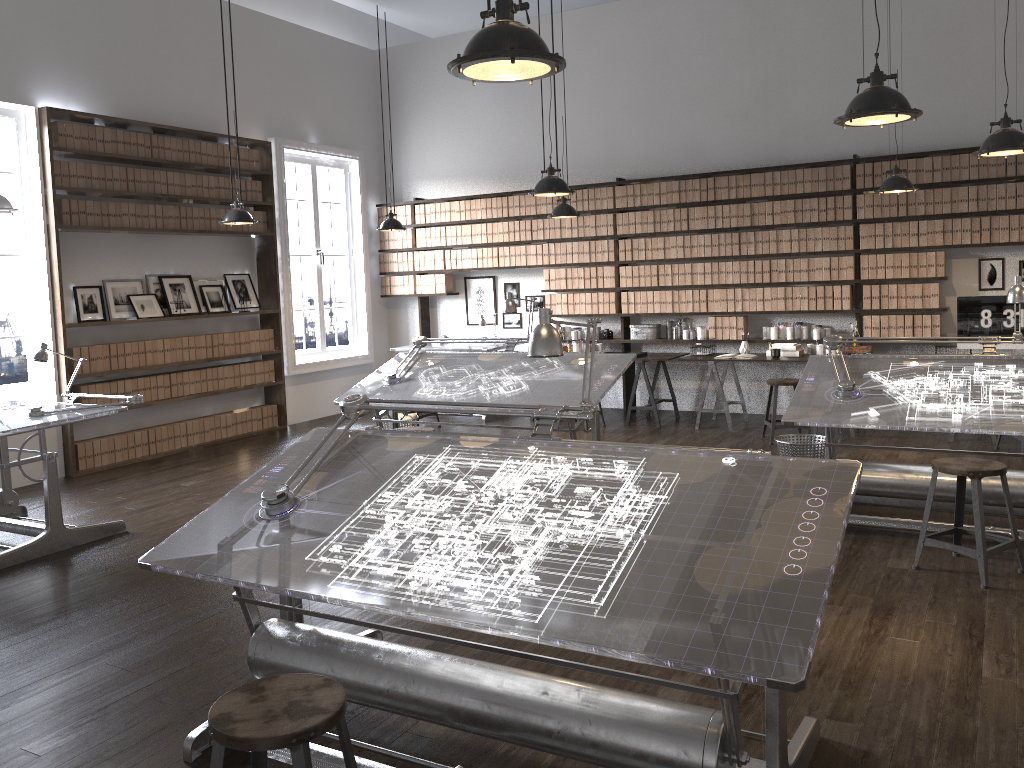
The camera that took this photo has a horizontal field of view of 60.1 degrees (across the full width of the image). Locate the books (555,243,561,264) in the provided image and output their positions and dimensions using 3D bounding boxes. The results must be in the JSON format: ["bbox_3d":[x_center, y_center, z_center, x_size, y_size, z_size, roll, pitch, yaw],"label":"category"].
[{"bbox_3d":[0.538,-1.418,9.626,0.067,0.225,0.175,0,5,29],"label":"books"}]

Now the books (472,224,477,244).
[{"bbox_3d":[-0.385,-1.708,10.121,0.067,0.225,0.175,0,5,30],"label":"books"}]

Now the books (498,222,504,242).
[{"bbox_3d":[-0.086,-1.700,9.950,0.067,0.225,0.175,0,5,29],"label":"books"}]

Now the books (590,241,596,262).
[{"bbox_3d":[0.894,-1.408,9.423,0.067,0.225,0.175,0,5,29],"label":"books"}]

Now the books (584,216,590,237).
[{"bbox_3d":[0.835,-1.676,9.434,0.067,0.225,0.175,0,5,29],"label":"books"}]

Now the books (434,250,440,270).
[{"bbox_3d":[-0.830,-1.454,10.395,0.067,0.225,0.175,0,5,30],"label":"books"}]

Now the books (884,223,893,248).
[{"bbox_3d":[3.411,-1.340,7.999,0.067,0.225,0.175,0,5,29],"label":"books"}]

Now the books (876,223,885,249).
[{"bbox_3d":[3.347,-1.341,8.032,0.067,0.225,0.175,0,5,29],"label":"books"}]

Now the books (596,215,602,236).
[{"bbox_3d":[0.953,-1.672,9.365,0.067,0.225,0.175,0,5,30],"label":"books"}]

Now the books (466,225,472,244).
[{"bbox_3d":[-0.446,-1.709,10.150,0.067,0.225,0.175,0,5,29],"label":"books"}]

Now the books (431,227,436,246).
[{"bbox_3d":[-0.875,-1.721,10.396,0.067,0.225,0.175,0,5,30],"label":"books"}]

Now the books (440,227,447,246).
[{"bbox_3d":[-0.755,-1.717,10.325,0.067,0.225,0.175,0,5,30],"label":"books"}]

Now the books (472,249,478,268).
[{"bbox_3d":[-0.382,-1.434,10.138,0.067,0.225,0.175,0,5,29],"label":"books"}]

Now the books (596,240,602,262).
[{"bbox_3d":[0.956,-1.406,9.389,0.067,0.225,0.175,0,5,29],"label":"books"}]

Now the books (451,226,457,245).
[{"bbox_3d":[-0.627,-1.714,10.254,0.067,0.225,0.175,0,5,29],"label":"books"}]

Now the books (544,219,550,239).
[{"bbox_3d":[0.416,-1.687,9.670,0.067,0.225,0.175,0,5,29],"label":"books"}]

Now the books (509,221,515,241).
[{"bbox_3d":[0.039,-1.696,9.876,0.067,0.225,0.175,0,5,30],"label":"books"}]

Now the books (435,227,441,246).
[{"bbox_3d":[-0.817,-1.720,10.366,0.067,0.225,0.175,0,5,29],"label":"books"}]

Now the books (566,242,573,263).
[{"bbox_3d":[0.657,-1.414,9.552,0.067,0.225,0.175,0,5,30],"label":"books"}]

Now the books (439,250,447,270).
[{"bbox_3d":[-0.777,-1.452,10.360,0.067,0.225,0.175,0,5,29],"label":"books"}]

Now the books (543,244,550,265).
[{"bbox_3d":[0.411,-1.420,9.689,0.067,0.225,0.175,0,5,30],"label":"books"}]

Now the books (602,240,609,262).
[{"bbox_3d":[1.016,-1.404,9.350,0.067,0.225,0.175,0,5,30],"label":"books"}]

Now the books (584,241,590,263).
[{"bbox_3d":[0.833,-1.409,9.451,0.067,0.225,0.175,0,5,30],"label":"books"}]

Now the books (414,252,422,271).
[{"bbox_3d":[-1.082,-1.460,10.532,0.067,0.225,0.175,0,5,29],"label":"books"}]

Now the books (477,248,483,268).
[{"bbox_3d":[-0.319,-1.432,10.102,0.067,0.225,0.175,0,5,30],"label":"books"}]

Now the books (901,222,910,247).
[{"bbox_3d":[3.534,-1.337,7.932,0.067,0.225,0.175,0,5,30],"label":"books"}]

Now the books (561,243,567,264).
[{"bbox_3d":[0.598,-1.416,9.590,0.067,0.225,0.175,0,5,29],"label":"books"}]

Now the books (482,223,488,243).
[{"bbox_3d":[-0.269,-1.704,10.051,0.067,0.225,0.175,0,5,29],"label":"books"}]

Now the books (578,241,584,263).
[{"bbox_3d":[0.777,-1.411,9.488,0.067,0.225,0.175,0,5,29],"label":"books"}]

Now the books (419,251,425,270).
[{"bbox_3d":[-1.017,-1.459,10.500,0.067,0.225,0.175,0,5,29],"label":"books"}]

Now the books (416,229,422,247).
[{"bbox_3d":[-1.056,-1.726,10.498,0.067,0.225,0.175,0,5,30],"label":"books"}]

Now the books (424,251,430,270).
[{"bbox_3d":[-0.955,-1.457,10.469,0.067,0.225,0.175,0,5,30],"label":"books"}]

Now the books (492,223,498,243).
[{"bbox_3d":[-0.144,-1.702,9.987,0.067,0.225,0.175,0,5,30],"label":"books"}]

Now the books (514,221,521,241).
[{"bbox_3d":[0.096,-1.695,9.848,0.067,0.225,0.175,0,5,29],"label":"books"}]

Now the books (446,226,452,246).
[{"bbox_3d":[-0.687,-1.716,10.293,0.067,0.225,0.175,0,5,29],"label":"books"}]

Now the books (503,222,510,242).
[{"bbox_3d":[-0.024,-1.698,9.911,0.067,0.225,0.175,0,5,29],"label":"books"}]

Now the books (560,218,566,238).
[{"bbox_3d":[0.594,-1.682,9.568,0.067,0.225,0.175,0,5,29],"label":"books"}]

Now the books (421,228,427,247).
[{"bbox_3d":[-0.995,-1.723,10.459,0.067,0.225,0.175,0,5,30],"label":"books"}]

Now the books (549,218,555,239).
[{"bbox_3d":[0.478,-1.685,9.635,0.067,0.225,0.175,0,5,29],"label":"books"}]

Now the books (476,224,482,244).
[{"bbox_3d":[-0.331,-1.706,10.088,0.067,0.225,0.175,0,5,30],"label":"books"}]

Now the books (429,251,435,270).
[{"bbox_3d":[-0.895,-1.456,10.433,0.067,0.225,0.175,0,5,30],"label":"books"}]

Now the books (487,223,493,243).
[{"bbox_3d":[-0.206,-1.703,10.020,0.067,0.225,0.175,0,5,30],"label":"books"}]

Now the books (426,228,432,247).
[{"bbox_3d":[-0.932,-1.722,10.424,0.067,0.225,0.175,0,5,29],"label":"books"}]

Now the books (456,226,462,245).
[{"bbox_3d":[-0.563,-1.713,10.223,0.067,0.225,0.175,0,5,30],"label":"books"}]

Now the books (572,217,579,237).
[{"bbox_3d":[0.710,-1.678,9.498,0.067,0.225,0.175,0,5,30],"label":"books"}]

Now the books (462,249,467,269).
[{"bbox_3d":[-0.503,-1.438,10.214,0.067,0.225,0.175,0,5,30],"label":"books"}]

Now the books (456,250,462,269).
[{"bbox_3d":[-0.564,-1.440,10.247,0.067,0.225,0.175,0,5,30],"label":"books"}]

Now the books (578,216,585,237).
[{"bbox_3d":[0.774,-1.677,9.467,0.067,0.225,0.175,0,5,29],"label":"books"}]

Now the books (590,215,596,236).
[{"bbox_3d":[0.893,-1.673,9.394,0.067,0.225,0.175,0,5,29],"label":"books"}]

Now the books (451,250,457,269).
[{"bbox_3d":[-0.627,-1.441,10.278,0.067,0.225,0.175,0,5,29],"label":"books"}]

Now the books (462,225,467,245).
[{"bbox_3d":[-0.502,-1.711,10.188,0.067,0.225,0.175,0,5,30],"label":"books"}]

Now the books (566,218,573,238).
[{"bbox_3d":[0.648,-1.680,9.535,0.067,0.225,0.175,0,5,29],"label":"books"}]

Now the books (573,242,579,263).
[{"bbox_3d":[0.721,-1.412,9.518,0.067,0.225,0.175,0,5,29],"label":"books"}]

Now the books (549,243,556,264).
[{"bbox_3d":[0.475,-1.419,9.657,0.067,0.225,0.175,0,5,30],"label":"books"}]

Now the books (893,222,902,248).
[{"bbox_3d":[3.474,-1.338,7.968,0.067,0.225,0.175,0,5,30],"label":"books"}]

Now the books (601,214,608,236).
[{"bbox_3d":[1.007,-1.670,9.333,0.067,0.225,0.175,0,5,30],"label":"books"}]
